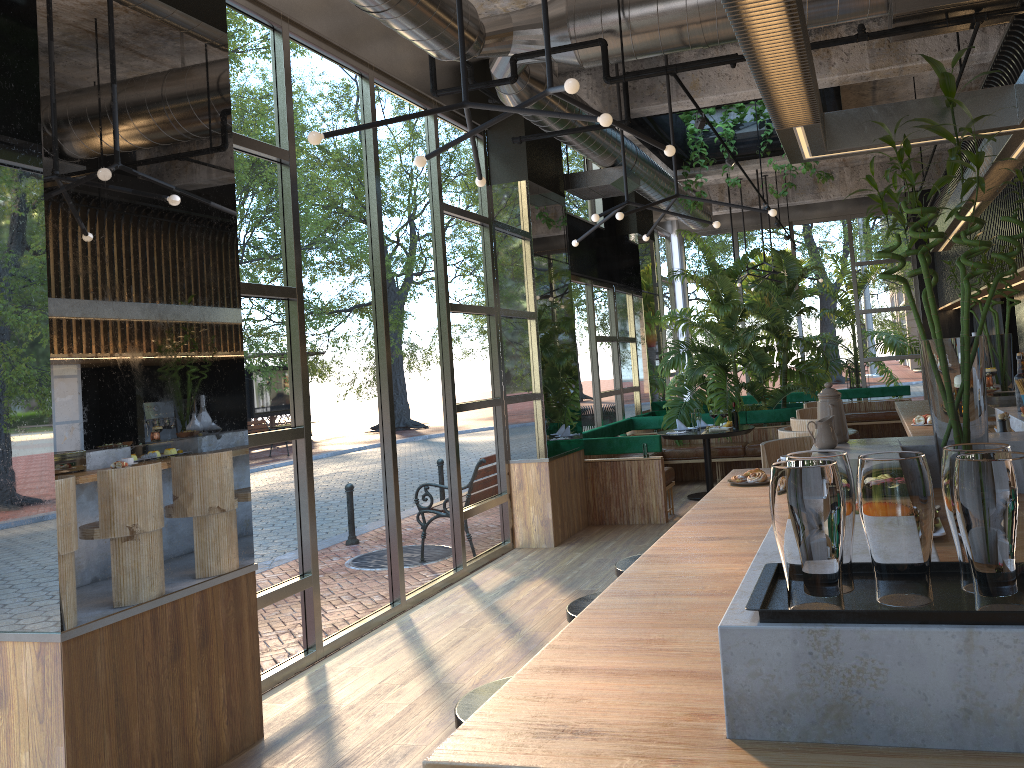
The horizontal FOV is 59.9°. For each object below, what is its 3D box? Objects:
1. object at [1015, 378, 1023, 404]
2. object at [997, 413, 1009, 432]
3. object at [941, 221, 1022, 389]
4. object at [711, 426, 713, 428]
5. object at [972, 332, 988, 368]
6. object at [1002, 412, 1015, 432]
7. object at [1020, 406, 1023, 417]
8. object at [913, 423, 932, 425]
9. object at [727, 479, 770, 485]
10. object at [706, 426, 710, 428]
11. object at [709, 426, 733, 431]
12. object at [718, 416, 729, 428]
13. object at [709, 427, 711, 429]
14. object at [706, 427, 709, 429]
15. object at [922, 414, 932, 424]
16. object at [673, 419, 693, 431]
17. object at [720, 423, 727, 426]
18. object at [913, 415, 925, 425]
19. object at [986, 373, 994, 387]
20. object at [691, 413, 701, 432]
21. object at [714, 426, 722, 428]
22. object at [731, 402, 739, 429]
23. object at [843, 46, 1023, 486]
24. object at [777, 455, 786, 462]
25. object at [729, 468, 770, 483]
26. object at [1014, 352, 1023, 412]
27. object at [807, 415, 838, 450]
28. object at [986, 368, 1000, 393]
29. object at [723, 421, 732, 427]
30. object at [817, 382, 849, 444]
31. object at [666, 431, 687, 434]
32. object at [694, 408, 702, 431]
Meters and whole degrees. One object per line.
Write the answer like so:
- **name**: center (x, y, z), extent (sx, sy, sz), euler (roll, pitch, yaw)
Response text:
- **object**: center (2.339, 0.054, 4.012), extent (0.107, 0.162, 0.103), euler (-3, -3, -36)
- **object**: center (1.925, 0.218, 3.445), extent (0.171, 0.215, 0.067), euler (-2, -3, -45)
- **object**: center (3.631, -0.629, 6.744), extent (0.611, 1.553, 0.641), euler (-2, -3, -31)
- **object**: center (2.260, 0.491, 10.044), extent (0.032, 0.032, 0.038), euler (-5, -1, 18)
- **object**: center (3.514, -0.192, 6.784), extent (0.328, 0.398, 0.307), euler (-4, -2, -21)
- **object**: center (1.961, 0.217, 3.511), extent (0.072, 0.210, 0.068), euler (-3, -3, -13)
- **object**: center (2.253, 0.107, 3.762), extent (0.185, 0.073, 0.236), euler (-4, 0, 40)
- **object**: center (2.542, 0.245, 5.462), extent (0.126, 0.005, 0.117), euler (-5, 1, -31)
- **object**: center (0.970, 0.390, 3.573), extent (0.216, 0.013, 0.196), euler (-5, 1, -34)
- **object**: center (2.241, 0.495, 10.148), extent (0.023, 0.025, 0.048), euler (-5, -1, 38)
- **object**: center (2.368, 0.490, 9.928), extent (0.229, 0.019, 0.367), euler (-4, 1, 30)
- **object**: center (2.345, 0.422, 9.835), extent (0.139, 0.124, 0.100), euler (-4, -2, 0)
- **object**: center (2.224, 0.495, 9.958), extent (0.031, 0.031, 0.041), euler (-5, -1, 45)
- **object**: center (2.211, 0.501, 10.029), extent (0.032, 0.019, 0.039), euler (-4, 0, 32)
- **object**: center (2.558, 0.216, 5.467), extent (0.071, 0.060, 0.128), euler (-4, 0, -9)
- **object**: center (1.947, 0.465, 10.093), extent (0.232, 0.139, 0.233), euler (-4, 0, 4)
- **object**: center (2.421, 0.457, 10.017), extent (0.064, 0.038, 0.192), euler (-4, 0, -35)
- **object**: center (2.504, 0.220, 5.468), extent (0.059, 0.059, 0.075), euler (-4, -1, 11)
- **object**: center (3.285, -0.023, 6.193), extent (0.160, 0.107, 0.086), euler (-4, -2, -25)
- **object**: center (2.030, 0.423, 9.779), extent (0.110, 0.210, 0.100), euler (-2, -3, -35)
- **object**: center (2.313, 0.478, 9.942), extent (0.098, 0.013, 0.229), euler (-4, 1, 25)
- **object**: center (2.448, 0.346, 9.759), extent (0.065, 0.300, 0.071), euler (-6, -4, 36)
- **object**: center (1.478, -0.412, 3.005), extent (0.649, 1.553, 0.605), euler (-5, -3, 25)
- **object**: center (1.058, 0.351, 3.691), extent (0.436, 0.073, 0.173), euler (-5, 0, -36)
- **object**: center (0.970, 0.371, 3.566), extent (0.159, 0.053, 0.156), euler (-5, 0, -26)
- **object**: center (2.403, -0.011, 4.174), extent (0.078, 0.277, 0.071), euler (-2, -4, -34)
- **object**: center (1.140, 0.177, 3.250), extent (0.096, 0.119, 0.090), euler (-5, -2, 28)
- **object**: center (3.153, -0.023, 5.960), extent (0.203, 0.135, 0.832), euler (-5, 1, 28)
- **object**: center (2.407, 0.446, 9.912), extent (0.097, 0.064, 0.166), euler (-4, 0, -8)
- **object**: center (1.231, 0.111, 3.438), extent (0.121, 0.235, 0.210), euler (-4, -2, -11)
- **object**: center (1.842, 0.532, 9.847), extent (0.247, 0.019, 0.162), euler (-4, 1, 19)
- **object**: center (2.086, 0.398, 9.944), extent (0.092, 0.245, 0.092), euler (-4, -3, 3)
